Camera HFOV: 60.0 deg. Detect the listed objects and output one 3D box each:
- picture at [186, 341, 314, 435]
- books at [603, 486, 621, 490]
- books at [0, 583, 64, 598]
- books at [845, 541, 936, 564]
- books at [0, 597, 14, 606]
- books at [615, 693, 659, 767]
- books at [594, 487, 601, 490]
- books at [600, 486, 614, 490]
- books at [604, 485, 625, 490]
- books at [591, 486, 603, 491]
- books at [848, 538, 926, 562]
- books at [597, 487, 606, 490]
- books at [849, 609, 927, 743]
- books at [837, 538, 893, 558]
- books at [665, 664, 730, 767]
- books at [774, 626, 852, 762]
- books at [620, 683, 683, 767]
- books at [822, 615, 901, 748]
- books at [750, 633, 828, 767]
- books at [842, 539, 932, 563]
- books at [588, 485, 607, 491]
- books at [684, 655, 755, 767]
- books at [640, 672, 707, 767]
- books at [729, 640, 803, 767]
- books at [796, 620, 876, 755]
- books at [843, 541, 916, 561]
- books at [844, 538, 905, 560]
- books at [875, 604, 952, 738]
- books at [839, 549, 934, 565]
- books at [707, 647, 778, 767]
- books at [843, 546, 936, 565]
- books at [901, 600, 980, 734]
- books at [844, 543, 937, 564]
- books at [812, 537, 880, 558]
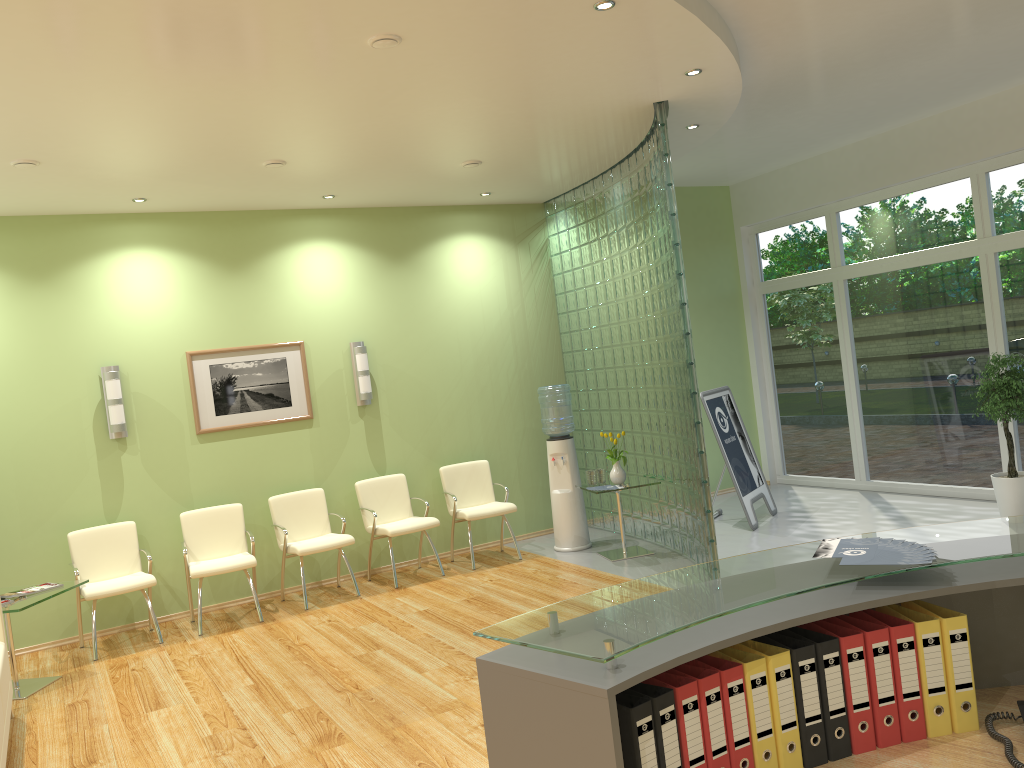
[{"bbox_3d":[-2.241,0.019,7.636,1.000,0.700,0.025,-8,1,-28],"label":"picture"},{"bbox_3d":[0.839,0.869,7.446,0.150,0.004,0.210,-7,1,7],"label":"books"},{"bbox_3d":[-3.240,1.384,5.973,0.230,0.031,0.328,-6,1,37],"label":"books"},{"bbox_3d":[0.951,0.430,2.278,0.210,0.004,0.150,-7,1,-3],"label":"books"},{"bbox_3d":[-3.382,1.407,5.700,0.328,0.031,0.230,-6,2,42],"label":"books"},{"bbox_3d":[0.228,0.815,1.950,0.063,0.282,0.231,-8,1,-32],"label":"books"},{"bbox_3d":[0.789,0.875,7.466,0.150,0.004,0.210,-6,1,37],"label":"books"},{"bbox_3d":[0.821,0.871,7.450,0.150,0.004,0.210,-7,1,17],"label":"books"},{"bbox_3d":[0.857,0.867,7.445,0.150,0.004,0.210,-7,1,-3],"label":"books"},{"bbox_3d":[0.775,0.876,7.478,0.210,0.004,0.150,-8,2,-43],"label":"books"},{"bbox_3d":[0.943,0.430,2.314,0.210,0.004,0.150,-7,1,-23],"label":"books"},{"bbox_3d":[0.804,0.873,7.456,0.150,0.004,0.210,-6,1,27],"label":"books"},{"bbox_3d":[0.950,0.720,2.250,0.063,0.282,0.231,-7,1,-4],"label":"books"},{"bbox_3d":[0.909,0.434,2.356,0.150,0.004,0.210,-6,1,37],"label":"books"},{"bbox_3d":[0.404,0.791,2.067,0.063,0.282,0.231,-8,1,-27],"label":"books"},{"bbox_3d":[0.712,0.751,2.193,0.062,0.282,0.233,-8,1,-29],"label":"books"},{"bbox_3d":[0.282,0.807,1.991,0.063,0.282,0.231,-8,1,-32],"label":"books"},{"bbox_3d":[0.876,0.730,2.238,0.063,0.282,0.231,-7,1,-9],"label":"books"},{"bbox_3d":[0.647,0.759,2.171,0.062,0.282,0.233,-8,1,-29],"label":"books"},{"bbox_3d":[0.948,0.430,2.296,0.210,0.004,0.150,-7,1,-13],"label":"books"},{"bbox_3d":[0.764,0.877,7.493,0.210,0.004,0.150,-8,1,-33],"label":"books"},{"bbox_3d":[0.471,0.782,2.102,0.063,0.282,0.231,-7,1,-22],"label":"books"},{"bbox_3d":[0.347,0.798,2.035,0.063,0.282,0.231,-8,1,-27],"label":"books"},{"bbox_3d":[0.576,0.768,2.146,0.062,0.282,0.233,-8,1,-33],"label":"books"},{"bbox_3d":[0.808,0.738,2.223,0.063,0.282,0.231,-7,1,-9],"label":"books"},{"bbox_3d":[0.934,0.431,2.330,0.210,0.004,0.150,-8,1,-33],"label":"books"},{"bbox_3d":[0.923,0.432,2.344,0.210,0.004,0.150,-8,2,-43],"label":"books"},{"bbox_3d":[1.020,0.712,2.260,0.063,0.282,0.231,-7,1,-2],"label":"books"},{"bbox_3d":[0.940,0.433,2.225,0.210,0.004,0.150,-6,1,27],"label":"books"},{"bbox_3d":[0.512,0.777,2.120,0.062,0.282,0.233,-8,1,-34],"label":"books"},{"bbox_3d":[0.947,0.432,2.242,0.210,0.004,0.150,-7,1,17],"label":"books"},{"bbox_3d":[1.064,0.706,2.259,0.062,0.282,0.233,-7,1,-15],"label":"books"},{"bbox_3d":[0.950,0.431,2.260,0.210,0.004,0.150,-7,1,7],"label":"books"},{"bbox_3d":[0.894,0.435,2.366,0.150,0.004,0.210,-6,1,27],"label":"books"}]
